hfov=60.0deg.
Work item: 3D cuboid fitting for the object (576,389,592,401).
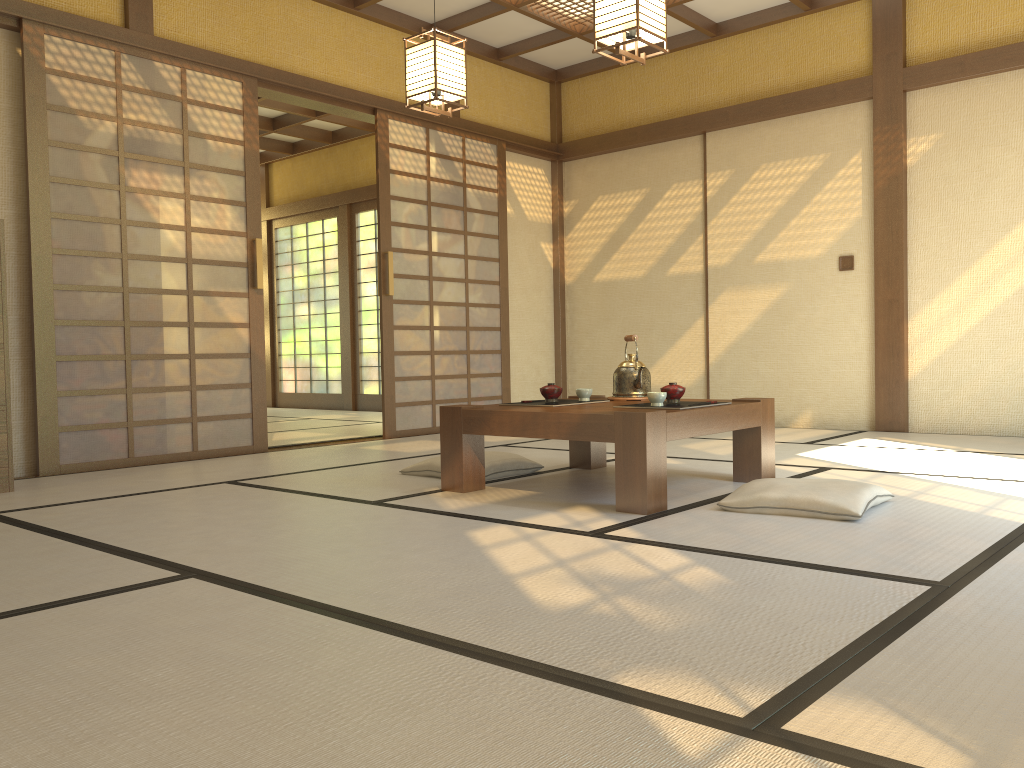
[{"bbox_3d":[0.318,0.048,3.908,0.074,0.052,0.073,-1,2,-6],"label":"object"}]

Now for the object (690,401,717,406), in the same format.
[{"bbox_3d":[0.748,0.075,3.461,0.008,0.008,0.200,0,2,42],"label":"object"}]

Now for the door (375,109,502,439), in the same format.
[{"bbox_3d":[-0.520,-0.773,6.571,0.076,2.265,1.230,0,2,41],"label":"door"}]

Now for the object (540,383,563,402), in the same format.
[{"bbox_3d":[0.169,0.037,3.814,0.100,0.080,0.100,0,2,41],"label":"object"}]

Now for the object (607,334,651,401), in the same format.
[{"bbox_3d":[0.544,-0.076,4.034,0.226,0.296,0.219,0,2,36],"label":"object"}]

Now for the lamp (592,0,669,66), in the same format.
[{"bbox_3d":[0.486,-1.921,3.694,0.240,1.129,0.240,0,2,41],"label":"lamp"}]

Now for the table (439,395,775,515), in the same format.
[{"bbox_3d":[0.409,0.250,3.709,1.000,0.350,1.000,0,2,41],"label":"table"}]

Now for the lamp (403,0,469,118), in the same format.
[{"bbox_3d":[-0.391,-1.926,4.461,0.240,1.129,0.240,0,2,41],"label":"lamp"}]

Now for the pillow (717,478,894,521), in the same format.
[{"bbox_3d":[1.042,0.394,3.130,0.486,0.107,0.496,0,2,35],"label":"pillow"}]

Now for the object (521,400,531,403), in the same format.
[{"bbox_3d":[0.106,0.073,3.938,0.008,0.008,0.200,0,2,39],"label":"object"}]

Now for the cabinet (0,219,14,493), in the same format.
[{"bbox_3d":[-2.675,-0.099,3.617,0.421,1.200,1.020,0,2,41],"label":"cabinet"}]

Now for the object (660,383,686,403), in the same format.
[{"bbox_3d":[0.646,0.035,3.559,0.100,0.080,0.100,0,2,41],"label":"object"}]

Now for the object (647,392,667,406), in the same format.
[{"bbox_3d":[0.558,0.058,3.412,0.074,0.052,0.073,-1,2,-6],"label":"object"}]

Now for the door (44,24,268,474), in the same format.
[{"bbox_3d":[-1.945,-0.693,4.942,0.076,2.265,1.230,0,2,41],"label":"door"}]

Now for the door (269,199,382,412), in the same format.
[{"bbox_3d":[-1.758,-0.821,9.661,2.890,2.230,0.140,0,2,41],"label":"door"}]

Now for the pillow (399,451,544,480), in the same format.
[{"bbox_3d":[-0.192,0.386,4.209,0.496,0.107,0.486,1,3,45],"label":"pillow"}]

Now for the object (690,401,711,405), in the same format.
[{"bbox_3d":[0.736,0.075,3.474,0.008,0.008,0.200,0,2,37],"label":"object"}]

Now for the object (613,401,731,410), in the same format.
[{"bbox_3d":[0.637,0.083,3.506,0.300,0.007,0.400,0,2,41],"label":"object"}]

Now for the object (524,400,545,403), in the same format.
[{"bbox_3d":[0.114,0.073,3.928,0.008,0.008,0.200,0,2,35],"label":"object"}]

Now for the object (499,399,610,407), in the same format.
[{"bbox_3d":[0.187,0.082,3.853,0.300,0.007,0.400,0,2,41],"label":"object"}]
